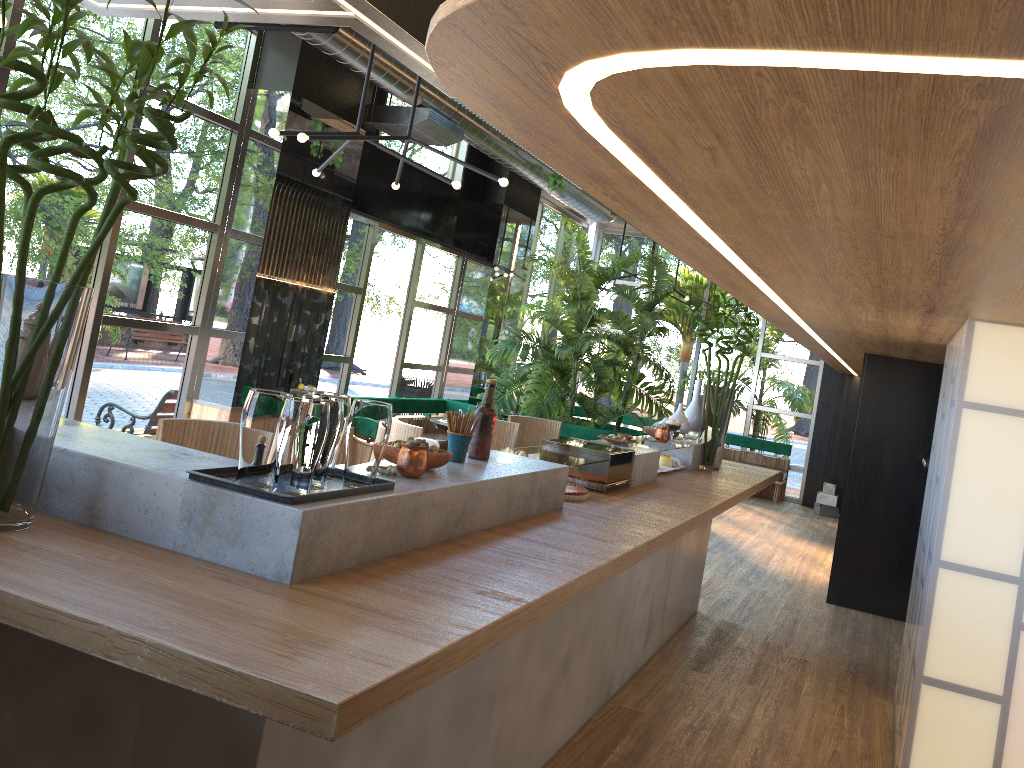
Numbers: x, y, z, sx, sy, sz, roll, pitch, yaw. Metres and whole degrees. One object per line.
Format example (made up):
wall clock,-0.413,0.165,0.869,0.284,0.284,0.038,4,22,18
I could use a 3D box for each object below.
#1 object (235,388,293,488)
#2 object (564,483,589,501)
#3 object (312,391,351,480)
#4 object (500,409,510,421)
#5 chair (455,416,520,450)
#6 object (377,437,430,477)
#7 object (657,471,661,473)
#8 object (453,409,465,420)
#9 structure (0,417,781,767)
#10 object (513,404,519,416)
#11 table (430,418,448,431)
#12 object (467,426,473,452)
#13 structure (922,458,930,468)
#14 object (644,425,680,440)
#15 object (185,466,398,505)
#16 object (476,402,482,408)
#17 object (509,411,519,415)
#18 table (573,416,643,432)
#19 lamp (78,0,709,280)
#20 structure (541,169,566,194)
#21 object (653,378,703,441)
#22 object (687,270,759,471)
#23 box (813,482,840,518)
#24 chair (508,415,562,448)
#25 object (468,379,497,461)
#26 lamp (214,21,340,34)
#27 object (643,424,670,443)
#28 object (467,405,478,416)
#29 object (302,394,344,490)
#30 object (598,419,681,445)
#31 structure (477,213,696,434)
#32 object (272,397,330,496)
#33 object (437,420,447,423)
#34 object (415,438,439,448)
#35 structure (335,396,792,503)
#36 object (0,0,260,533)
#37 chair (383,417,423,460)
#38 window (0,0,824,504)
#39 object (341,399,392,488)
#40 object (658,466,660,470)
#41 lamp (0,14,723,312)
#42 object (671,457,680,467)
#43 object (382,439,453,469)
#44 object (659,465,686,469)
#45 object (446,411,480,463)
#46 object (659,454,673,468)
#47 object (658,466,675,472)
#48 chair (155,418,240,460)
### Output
object,-0.552,0.121,1.965,0.108,0.210,0.102,11,-2,-23
object,0.161,0.416,3.536,0.311,0.037,0.287,8,3,-40
object,-0.461,0.127,2.182,0.108,0.210,0.102,11,-2,-23
object,-0.087,0.359,9.132,0.101,0.201,0.103,9,-2,11
chair,-0.167,0.722,5.442,0.550,0.972,0.542,10,-2,-3
object,-0.304,0.194,2.418,0.158,0.107,0.087,9,-1,-23
object,0.647,0.456,4.709,0.237,0.017,0.250,11,3,21
object,-0.474,0.335,9.006,0.231,0.139,0.234,10,1,6
structure,1.307,0.857,2.563,5.693,1.732,7.307,10,2,22
object,0.028,0.349,8.647,0.066,0.300,0.071,8,-4,38
table,-0.334,0.811,8.860,1.115,0.752,1.083,10,1,-9
object,-0.168,0.266,3.384,0.077,0.233,0.071,12,-3,-35
structure,3.164,1.077,6.356,0.535,1.599,0.859,9,-2,22
object,0.913,0.293,5.395,0.187,0.073,0.234,11,2,42
object,-0.493,0.223,2.056,0.265,0.019,0.448,11,3,22
object,-0.328,0.307,8.849,0.092,0.246,0.093,10,-2,5
object,0.013,0.379,9.049,0.101,0.201,0.103,9,-2,11
table,1.271,0.927,12.583,1.098,0.752,1.100,10,1,2
lamp,1.457,-1.687,2.966,4.869,2.135,6.885,10,2,16
structure,1.390,-2.694,9.628,1.467,1.520,2.086,10,0,-39
object,1.099,0.153,5.609,0.324,0.398,0.310,10,-1,-20
object,1.316,-0.242,5.559,0.605,1.554,0.648,11,-3,-29
box,4.442,1.624,12.492,0.327,0.443,0.283,10,-2,10
chair,0.164,0.746,6.205,0.527,0.972,0.565,9,-2,32
object,-0.092,0.119,3.039,0.077,0.277,0.072,12,-3,-32
lamp,1.118,-2.303,8.884,3.694,1.533,10.281,10,2,20
object,0.820,0.275,5.027,0.158,0.107,0.087,9,-1,-23
object,-0.393,0.321,8.686,0.109,0.210,0.101,11,-2,-33
object,-0.454,0.134,2.048,0.109,0.210,0.101,11,-2,-33
object,0.687,0.248,4.799,0.204,0.135,0.828,10,2,29
structure,0.986,-0.361,11.084,2.409,3.446,2.689,10,-1,7
object,-0.459,0.138,1.918,0.108,0.210,0.102,11,-2,-23
object,-0.598,0.380,8.764,0.248,0.019,0.161,11,2,21
object,-0.317,0.280,3.196,0.108,0.172,0.140,9,-1,16
structure,-0.506,0.575,4.190,5.877,1.550,20.622,11,2,23
object,-0.923,-0.469,1.903,0.652,1.554,0.601,9,-3,27
chair,-0.457,0.703,4.729,0.568,0.972,0.524,11,-2,-45
window,-1.086,-2.058,4.684,4.035,6.504,20.872,9,2,23
object,-0.355,0.146,2.151,0.108,0.210,0.102,11,-2,-23
object,0.728,0.438,4.899,0.171,0.058,0.086,10,1,18
lamp,0.249,-2.105,4.492,4.957,1.825,19.380,10,2,23
object,0.935,0.458,5.256,0.139,0.057,0.068,11,1,39
object,-0.277,0.206,2.633,0.187,0.073,0.234,11,2,42
object,0.874,0.473,5.200,0.238,0.017,0.249,11,2,20
object,-0.174,0.169,2.880,0.106,0.162,0.104,11,-2,-34
object,0.878,0.447,5.189,0.132,0.068,0.136,10,1,22
object,0.765,0.465,4.956,0.238,0.017,0.250,11,3,23
chair,-1.116,0.653,3.239,0.562,0.972,0.530,10,-2,-21
